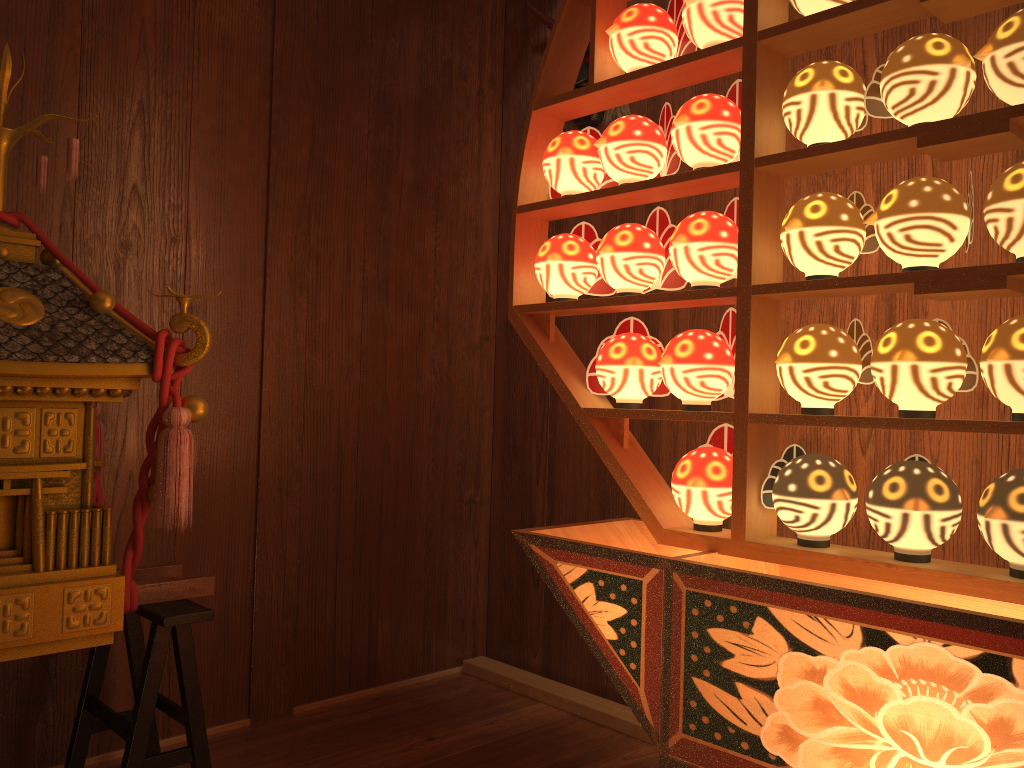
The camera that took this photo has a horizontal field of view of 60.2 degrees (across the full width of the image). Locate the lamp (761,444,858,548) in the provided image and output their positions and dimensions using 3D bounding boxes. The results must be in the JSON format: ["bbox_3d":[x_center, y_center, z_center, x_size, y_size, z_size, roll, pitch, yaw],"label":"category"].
[{"bbox_3d":[0.510,0.188,1.477,0.141,0.167,0.154,2,-1,-13],"label":"lamp"}]

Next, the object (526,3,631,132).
[{"bbox_3d":[0.204,-0.942,2.635,0.142,0.453,0.351,3,-2,-44],"label":"object"}]

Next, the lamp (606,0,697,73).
[{"bbox_3d":[0.258,-0.710,1.785,0.160,0.200,0.196,2,-1,-18],"label":"lamp"}]

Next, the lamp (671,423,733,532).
[{"bbox_3d":[0.360,0.171,1.631,0.188,0.197,0.162,1,-1,36],"label":"lamp"}]

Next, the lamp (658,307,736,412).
[{"bbox_3d":[0.340,-0.049,1.658,0.160,0.200,0.196,2,-1,-18],"label":"lamp"}]

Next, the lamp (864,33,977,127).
[{"bbox_3d":[0.648,-0.468,1.367,0.141,0.161,0.154,2,-1,-13],"label":"lamp"}]

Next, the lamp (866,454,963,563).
[{"bbox_3d":[0.616,0.191,1.359,0.135,0.161,0.161,1,-1,27],"label":"lamp"}]

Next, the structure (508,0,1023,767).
[{"bbox_3d":[0.683,-0.179,1.312,0.507,2.195,1.893,3,-2,-44],"label":"structure"}]

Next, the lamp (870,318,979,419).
[{"bbox_3d":[0.622,-0.028,1.362,0.162,0.161,0.134,3,-2,-43],"label":"lamp"}]

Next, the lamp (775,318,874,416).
[{"bbox_3d":[0.508,-0.031,1.487,0.159,0.167,0.137,2,-1,-14],"label":"lamp"}]

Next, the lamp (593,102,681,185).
[{"bbox_3d":[0.237,-0.486,1.795,0.160,0.191,0.178,2,-1,-13],"label":"lamp"}]

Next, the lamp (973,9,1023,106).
[{"bbox_3d":[0.745,-0.470,1.274,0.155,0.167,0.141,1,-1,11],"label":"lamp"}]

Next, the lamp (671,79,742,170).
[{"bbox_3d":[0.362,-0.489,1.660,0.162,0.200,0.194,2,-1,-28],"label":"lamp"}]

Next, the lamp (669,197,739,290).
[{"bbox_3d":[0.357,-0.265,1.654,0.162,0.192,0.177,2,-1,-29],"label":"lamp"}]

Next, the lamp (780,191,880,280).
[{"bbox_3d":[0.516,-0.252,1.487,0.161,0.167,0.135,2,-1,-24],"label":"lamp"}]

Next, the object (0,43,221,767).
[{"bbox_3d":[-0.985,0.121,1.649,0.837,1.514,0.586,3,-2,-44],"label":"object"}]

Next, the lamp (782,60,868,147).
[{"bbox_3d":[0.523,-0.472,1.486,0.135,0.167,0.161,1,-1,27],"label":"lamp"}]

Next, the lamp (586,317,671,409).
[{"bbox_3d":[0.238,-0.046,1.776,0.185,0.194,0.158,2,-1,6],"label":"lamp"}]

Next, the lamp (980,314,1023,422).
[{"bbox_3d":[0.732,-0.030,1.252,0.159,0.167,0.137,2,-1,-14],"label":"lamp"}]

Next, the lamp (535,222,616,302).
[{"bbox_3d":[0.114,-0.269,1.908,0.183,0.195,0.162,1,-1,31],"label":"lamp"}]

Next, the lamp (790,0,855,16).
[{"bbox_3d":[0.527,-0.692,1.502,0.159,0.167,0.137,2,-1,-14],"label":"lamp"}]

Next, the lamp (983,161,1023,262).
[{"bbox_3d":[0.742,-0.250,1.249,0.135,0.167,0.162,1,-1,32],"label":"lamp"}]

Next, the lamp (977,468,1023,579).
[{"bbox_3d":[0.726,0.189,1.247,0.159,0.167,0.137,2,-1,-14],"label":"lamp"}]

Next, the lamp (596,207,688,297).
[{"bbox_3d":[0.233,-0.270,1.783,0.162,0.200,0.194,2,-1,-33],"label":"lamp"}]

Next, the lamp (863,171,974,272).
[{"bbox_3d":[0.629,-0.248,1.379,0.153,0.161,0.142,1,-1,21],"label":"lamp"}]

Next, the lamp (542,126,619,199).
[{"bbox_3d":[0.132,-0.485,1.902,0.184,0.187,0.161,1,-1,26],"label":"lamp"}]

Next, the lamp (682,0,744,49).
[{"bbox_3d":[0.381,-0.707,1.651,0.162,0.195,0.183,2,-1,-28],"label":"lamp"}]
